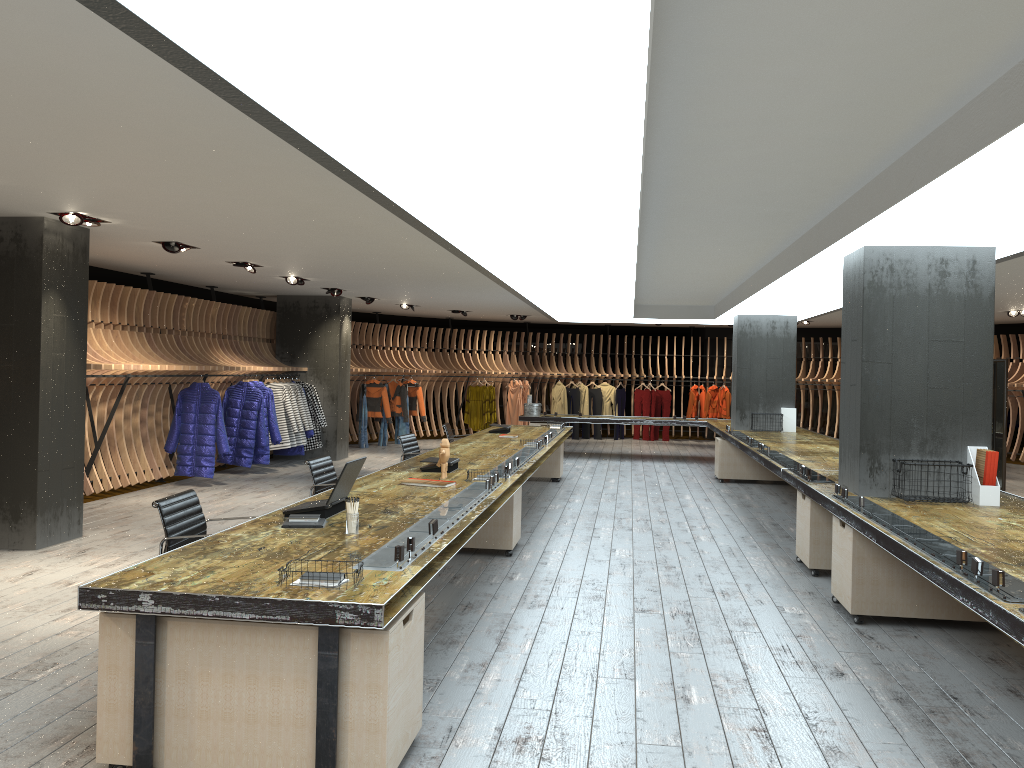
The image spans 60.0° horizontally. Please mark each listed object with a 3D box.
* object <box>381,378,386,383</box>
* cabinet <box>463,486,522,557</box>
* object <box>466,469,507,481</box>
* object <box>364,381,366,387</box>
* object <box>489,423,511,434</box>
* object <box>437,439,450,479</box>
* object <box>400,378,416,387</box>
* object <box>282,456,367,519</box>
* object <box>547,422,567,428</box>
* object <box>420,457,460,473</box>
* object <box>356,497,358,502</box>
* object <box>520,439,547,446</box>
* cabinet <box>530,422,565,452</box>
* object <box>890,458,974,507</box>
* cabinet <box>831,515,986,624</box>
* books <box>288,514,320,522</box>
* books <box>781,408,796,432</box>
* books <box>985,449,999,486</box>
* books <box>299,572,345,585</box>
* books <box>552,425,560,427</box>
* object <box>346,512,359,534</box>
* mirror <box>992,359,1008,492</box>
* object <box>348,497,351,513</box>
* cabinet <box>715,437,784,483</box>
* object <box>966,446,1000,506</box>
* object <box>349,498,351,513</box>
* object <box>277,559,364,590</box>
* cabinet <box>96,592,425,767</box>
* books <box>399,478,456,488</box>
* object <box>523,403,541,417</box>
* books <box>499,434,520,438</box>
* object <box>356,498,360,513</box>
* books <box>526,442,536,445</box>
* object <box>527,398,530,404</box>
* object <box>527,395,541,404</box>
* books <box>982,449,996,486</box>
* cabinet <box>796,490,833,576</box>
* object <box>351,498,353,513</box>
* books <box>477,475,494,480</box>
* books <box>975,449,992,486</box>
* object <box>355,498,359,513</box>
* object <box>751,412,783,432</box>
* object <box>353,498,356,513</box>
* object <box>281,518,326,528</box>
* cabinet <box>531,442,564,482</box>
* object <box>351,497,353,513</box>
[{"bbox_3d":[-2.603,-0.072,18.008,0.023,0.243,0.549,1,1,4],"label":"object"},{"bbox_3d":[-0.512,1.138,7.892,1.131,0.630,0.593,1,0,8],"label":"cabinet"},{"bbox_3d":[-0.190,0.699,6.749,0.302,0.074,0.217,1,1,2],"label":"object"},{"bbox_3d":[-2.896,-0.070,17.477,0.023,0.243,0.549,1,1,-11],"label":"object"},{"bbox_3d":[-0.158,0.597,11.864,0.261,0.111,0.373,1,1,8],"label":"object"},{"bbox_3d":[-0.516,0.571,6.762,0.097,0.300,0.320,1,0,-9],"label":"object"},{"bbox_3d":[-2.273,-0.072,18.501,0.549,0.243,0.023,1,0,-16],"label":"object"},{"bbox_3d":[-1.055,0.577,5.021,0.365,0.316,0.373,1,0,8],"label":"object"},{"bbox_3d":[0.675,0.620,13.291,0.302,0.074,0.217,1,1,2],"label":"object"},{"bbox_3d":[-0.594,0.667,7.314,0.262,0.088,0.373,1,1,8],"label":"object"},{"bbox_3d":[-0.785,0.655,4.464,0.007,0.170,0.030,1,0,11],"label":"object"},{"bbox_3d":[0.237,0.659,9.940,0.302,0.071,0.209,1,1,2],"label":"object"},{"bbox_3d":[0.662,1.032,16.723,0.593,0.630,1.131,1,1,8],"label":"cabinet"},{"bbox_3d":[2.892,0.675,6.111,0.459,0.289,0.329,1,0,5],"label":"object"},{"bbox_3d":[2.789,1.243,5.922,1.131,0.630,0.593,1,0,8],"label":"cabinet"},{"bbox_3d":[-1.114,0.710,4.704,0.186,0.027,0.112,1,1,-7],"label":"books"},{"bbox_3d":[4.233,0.553,13.560,0.215,0.368,0.073,1,0,8],"label":"books"},{"bbox_3d":[3.290,0.640,6.122,0.048,0.368,0.215,1,0,8],"label":"books"},{"bbox_3d":[-0.730,0.747,3.415,0.155,0.025,0.110,1,1,3],"label":"books"},{"bbox_3d":[0.678,0.630,13.287,0.155,0.025,0.110,1,1,3],"label":"books"},{"bbox_3d":[-0.801,0.700,4.450,0.061,0.111,0.061,1,0,41],"label":"object"},{"bbox_3d":[6.130,0.582,12.893,0.443,1.892,2.112,1,0,-41],"label":"mirror"},{"bbox_3d":[-0.813,0.654,4.468,0.030,0.170,0.007,1,0,21],"label":"object"},{"bbox_3d":[3.644,1.152,13.282,1.131,0.630,0.593,1,0,8],"label":"cabinet"},{"bbox_3d":[3.253,0.632,6.120,0.129,0.383,0.239,1,0,8],"label":"object"},{"bbox_3d":[-0.812,0.655,4.431,0.007,0.170,0.030,1,0,-9],"label":"object"},{"bbox_3d":[-0.733,0.737,3.418,0.302,0.074,0.217,1,1,2],"label":"object"},{"bbox_3d":[-0.974,1.193,3.577,1.131,0.630,0.593,1,0,8],"label":"cabinet"},{"bbox_3d":[-0.610,0.711,6.380,0.366,0.026,0.213,2,1,18],"label":"books"},{"bbox_3d":[0.379,0.483,16.570,0.303,0.239,0.498,1,1,8],"label":"object"},{"bbox_3d":[-0.033,0.652,11.162,0.213,0.026,0.366,1,1,8],"label":"books"},{"bbox_3d":[-0.780,0.655,4.445,0.030,0.170,0.007,1,0,-26],"label":"object"},{"bbox_3d":[0.240,0.671,9.937,0.155,0.025,0.110,1,1,3],"label":"books"},{"bbox_3d":[0.300,0.310,16.440,0.062,0.109,0.062,1,0,-26],"label":"object"},{"bbox_3d":[0.414,0.305,16.512,0.262,0.204,0.088,1,0,6],"label":"object"},{"bbox_3d":[3.268,0.639,6.125,0.048,0.368,0.215,1,0,8],"label":"books"},{"bbox_3d":[2.968,1.227,7.263,1.131,0.630,0.593,1,0,8],"label":"cabinet"},{"bbox_3d":[-0.802,0.655,4.428,0.007,0.170,0.030,1,0,-35],"label":"object"},{"bbox_3d":[-0.187,0.709,6.746,0.155,0.025,0.110,1,1,3],"label":"books"},{"bbox_3d":[3.246,0.638,6.128,0.048,0.368,0.215,1,0,8],"label":"books"},{"bbox_3d":[-0.785,0.656,4.436,0.030,0.170,0.007,1,0,1],"label":"object"},{"bbox_3d":[3.868,0.587,13.450,0.459,0.289,0.329,1,0,10],"label":"object"},{"bbox_3d":[-0.792,0.655,4.430,0.030,0.170,0.007,1,0,28],"label":"object"},{"bbox_3d":[-1.092,0.731,4.664,0.213,0.019,0.219,1,1,-7],"label":"object"},{"bbox_3d":[0.172,1.076,13.054,1.131,0.630,0.593,1,0,8],"label":"cabinet"},{"bbox_3d":[-0.803,0.655,4.471,0.007,0.170,0.030,1,0,-43],"label":"object"}]
